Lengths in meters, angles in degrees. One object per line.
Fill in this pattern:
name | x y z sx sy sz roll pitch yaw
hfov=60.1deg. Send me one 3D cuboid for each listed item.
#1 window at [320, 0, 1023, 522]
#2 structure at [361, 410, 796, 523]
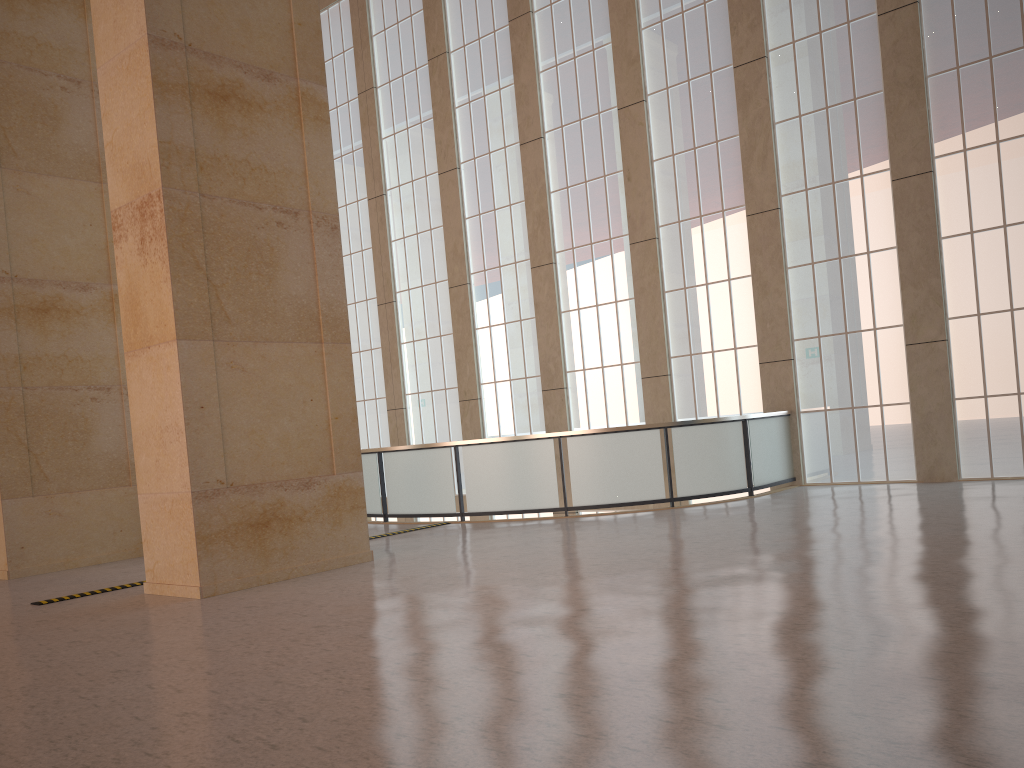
window | -47.976 6.668 66.732 165.388 28.675 0.010 -8 -1 40
structure | -0.295 2.191 21.643 13.111 1.795 5.235 -7 -3 30
